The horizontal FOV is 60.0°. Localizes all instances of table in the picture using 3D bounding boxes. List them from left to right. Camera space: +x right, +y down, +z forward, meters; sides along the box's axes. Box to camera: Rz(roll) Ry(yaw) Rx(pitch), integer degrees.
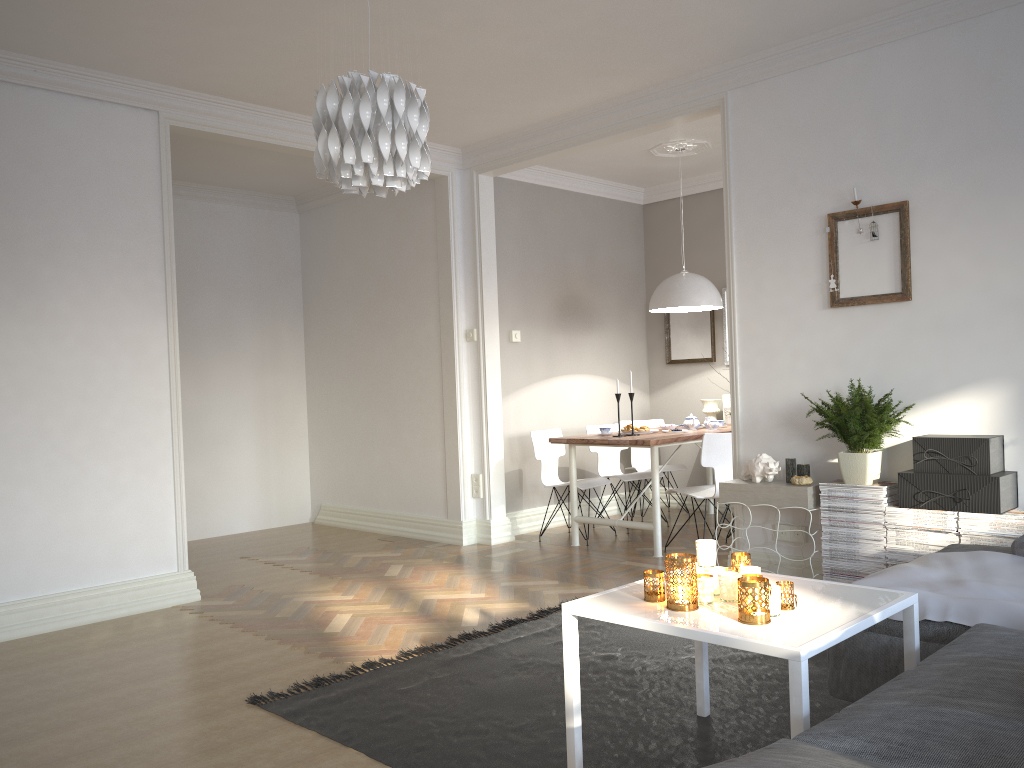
[{"bbox_3d":[1.266,0.707,6.450,1.985,0.750,0.853,-2,0,-45],"label":"table"},{"bbox_3d":[0.638,0.847,2.462,0.674,0.504,0.715,-2,0,-45],"label":"table"},{"bbox_3d":[1.340,0.786,4.503,0.298,0.575,0.553,-3,1,-44],"label":"table"},{"bbox_3d":[1.670,0.762,4.222,0.246,0.596,0.321,-3,1,-45],"label":"table"},{"bbox_3d":[1.889,0.802,4.004,0.246,0.499,0.327,-3,1,-45],"label":"table"},{"bbox_3d":[2.111,0.793,3.781,0.246,0.499,0.327,-3,1,-45],"label":"table"}]

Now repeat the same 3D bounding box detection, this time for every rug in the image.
[{"bbox_3d":[0.461,1.096,3.209,2.112,0.055,2.014,-2,0,45],"label":"rug"}]

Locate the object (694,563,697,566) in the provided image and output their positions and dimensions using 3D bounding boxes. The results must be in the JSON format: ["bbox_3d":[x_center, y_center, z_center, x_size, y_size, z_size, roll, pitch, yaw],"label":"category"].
[{"bbox_3d":[0.550,0.559,2.583,0.056,0.066,0.056,-2,0,7],"label":"object"}]

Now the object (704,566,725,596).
[{"bbox_3d":[0.577,0.560,2.522,0.060,0.073,0.060,-2,0,25],"label":"object"}]

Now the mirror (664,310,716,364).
[{"bbox_3d":[1.508,-0.456,7.531,0.051,0.558,0.474,-3,1,-45],"label":"mirror"}]

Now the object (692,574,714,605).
[{"bbox_3d":[0.525,0.562,2.430,0.060,0.073,0.060,-2,1,34],"label":"object"}]

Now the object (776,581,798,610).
[{"bbox_3d":[0.724,0.558,2.337,0.054,0.068,0.047,-2,1,5],"label":"object"}]

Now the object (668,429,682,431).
[{"bbox_3d":[1.131,0.326,6.159,0.100,0.025,0.066,-2,0,22],"label":"object"}]

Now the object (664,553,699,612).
[{"bbox_3d":[0.454,0.532,2.383,0.090,0.140,0.087,-2,1,16],"label":"object"}]

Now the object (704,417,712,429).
[{"bbox_3d":[1.432,0.283,6.457,0.072,0.086,0.086,-2,0,10],"label":"object"}]

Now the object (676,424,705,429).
[{"bbox_3d":[1.330,0.321,6.646,0.287,0.019,0.287,-2,0,18],"label":"object"}]

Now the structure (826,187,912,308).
[{"bbox_3d":[1.717,-0.673,4.290,0.398,0.575,0.053,-2,1,43],"label":"structure"}]

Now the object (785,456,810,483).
[{"bbox_3d":[1.435,0.428,4.458,0.123,0.134,0.062,-2,1,-4],"label":"object"}]

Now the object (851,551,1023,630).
[{"bbox_3d":[1.496,0.815,2.860,0.726,0.437,0.811,-2,0,44],"label":"object"}]

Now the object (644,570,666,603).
[{"bbox_3d":[0.398,0.564,2.478,0.060,0.079,0.060,-2,1,35],"label":"object"}]

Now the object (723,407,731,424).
[{"bbox_3d":[1.732,0.250,7.058,0.094,0.132,0.097,-2,0,12],"label":"object"}]

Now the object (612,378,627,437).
[{"bbox_3d":[0.714,0.154,5.943,0.095,0.396,0.095,-2,1,41],"label":"object"}]

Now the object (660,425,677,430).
[{"bbox_3d":[1.122,0.318,6.351,0.129,0.038,0.129,-2,0,-45],"label":"object"}]

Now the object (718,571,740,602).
[{"bbox_3d":[0.599,0.559,2.446,0.060,0.073,0.060,-2,0,1],"label":"object"}]

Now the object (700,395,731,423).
[{"bbox_3d":[1.689,0.203,7.212,0.310,0.228,0.172,-2,0,-2],"label":"object"}]

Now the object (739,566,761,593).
[{"bbox_3d":[0.674,0.557,2.509,0.060,0.073,0.060,-2,0,-20],"label":"object"}]

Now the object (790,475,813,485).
[{"bbox_3d":[1.424,0.473,4.356,0.099,0.046,0.104,-2,0,1],"label":"object"}]

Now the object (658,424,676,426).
[{"bbox_3d":[1.139,0.318,6.519,0.129,0.038,0.129,-2,0,-40],"label":"object"}]

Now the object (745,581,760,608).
[{"bbox_3d":[0.646,0.558,2.344,0.060,0.073,0.060,-2,0,-20],"label":"object"}]

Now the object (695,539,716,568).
[{"bbox_3d":[0.559,0.488,2.552,0.060,0.073,0.060,-2,1,-29],"label":"object"}]

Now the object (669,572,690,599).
[{"bbox_3d":[0.465,0.564,2.455,0.060,0.073,0.060,-2,1,34],"label":"object"}]

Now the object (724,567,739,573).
[{"bbox_3d":[0.635,0.566,2.576,0.052,0.058,0.050,-2,0,15],"label":"object"}]

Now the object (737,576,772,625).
[{"bbox_3d":[0.607,0.543,2.228,0.080,0.104,0.080,-2,1,35],"label":"object"}]

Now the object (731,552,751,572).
[{"bbox_3d":[0.693,0.553,2.681,0.060,0.079,0.060,-2,1,39],"label":"object"}]

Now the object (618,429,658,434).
[{"bbox_3d":[0.888,0.336,6.232,0.287,0.019,0.287,-2,0,33],"label":"object"}]

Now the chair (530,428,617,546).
[{"bbox_3d":[0.434,0.719,6.374,0.479,0.786,0.431,-2,1,35],"label":"chair"}]

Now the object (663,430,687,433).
[{"bbox_3d":[1.134,0.330,6.170,0.180,0.014,0.180,-2,0,10],"label":"object"}]

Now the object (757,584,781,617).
[{"bbox_3d":[0.662,0.557,2.279,0.060,0.073,0.060,-2,0,7],"label":"object"}]

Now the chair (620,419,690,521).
[{"bbox_3d":[1.162,0.694,7.300,0.431,0.786,0.479,-2,1,-14],"label":"chair"}]

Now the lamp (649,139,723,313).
[{"bbox_3d":[1.238,-1.131,6.420,0.530,1.182,0.530,-3,1,-37],"label":"lamp"}]

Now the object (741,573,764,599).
[{"bbox_3d":[0.654,0.557,2.409,0.060,0.073,0.060,-2,0,-20],"label":"object"}]

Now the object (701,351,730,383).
[{"bbox_3d":[1.843,-0.079,6.986,0.698,0.781,0.352,-2,1,27],"label":"object"}]

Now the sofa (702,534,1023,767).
[{"bbox_3d":[1.372,0.712,2.120,2.631,0.772,1.555,-2,0,-45],"label":"sofa"}]

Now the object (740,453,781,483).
[{"bbox_3d":[1.272,0.427,4.535,0.137,0.150,0.311,-2,0,-15],"label":"object"}]

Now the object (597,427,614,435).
[{"bbox_3d":[0.649,0.327,6.142,0.116,0.056,0.137,-2,0,-14],"label":"object"}]

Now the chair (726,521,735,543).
[{"bbox_3d":[1.732,0.670,5.925,0.431,0.786,0.479,-3,1,-40],"label":"chair"}]

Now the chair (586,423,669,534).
[{"bbox_3d":[0.872,0.704,6.787,0.431,0.786,0.479,-3,1,-35],"label":"chair"}]

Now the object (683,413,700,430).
[{"bbox_3d":[1.297,0.272,6.402,0.124,0.119,0.143,-2,0,-40],"label":"object"}]

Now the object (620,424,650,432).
[{"bbox_3d":[0.864,0.312,6.239,0.198,0.063,0.188,-2,0,15],"label":"object"}]

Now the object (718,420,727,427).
[{"bbox_3d":[1.539,0.294,6.587,0.116,0.056,0.116,-2,0,18],"label":"object"}]

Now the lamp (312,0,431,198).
[{"bbox_3d":[-0.441,-1.121,2.707,0.355,1.065,0.354,-2,1,-2],"label":"lamp"}]

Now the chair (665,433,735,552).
[{"bbox_3d":[1.258,0.687,5.613,0.431,0.786,0.479,-2,1,-25],"label":"chair"}]

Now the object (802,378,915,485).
[{"bbox_3d":[1.625,0.231,4.192,0.368,0.527,0.438,-3,1,-45],"label":"object"}]

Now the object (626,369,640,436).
[{"bbox_3d":[0.809,0.125,5.995,0.095,0.449,0.095,-1,1,41],"label":"object"}]

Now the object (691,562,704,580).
[{"bbox_3d":[0.551,0.562,2.583,0.060,0.073,0.060,-2,0,25],"label":"object"}]

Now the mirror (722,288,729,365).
[{"bbox_3d":[1.941,-0.479,7.100,0.047,0.632,0.544,-3,1,-45],"label":"mirror"}]

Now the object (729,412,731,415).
[{"bbox_3d":[1.763,0.233,6.780,0.178,0.162,0.169,-2,0,-4],"label":"object"}]

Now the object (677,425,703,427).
[{"bbox_3d":[1.330,0.316,6.651,0.201,0.022,0.194,-2,0,-25],"label":"object"}]

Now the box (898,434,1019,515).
[{"bbox_3d":[1.954,0.391,3.915,0.298,0.316,0.419,-3,0,-45],"label":"box"}]

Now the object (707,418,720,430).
[{"bbox_3d":[1.443,0.282,6.358,0.090,0.086,0.090,-2,0,0],"label":"object"}]
